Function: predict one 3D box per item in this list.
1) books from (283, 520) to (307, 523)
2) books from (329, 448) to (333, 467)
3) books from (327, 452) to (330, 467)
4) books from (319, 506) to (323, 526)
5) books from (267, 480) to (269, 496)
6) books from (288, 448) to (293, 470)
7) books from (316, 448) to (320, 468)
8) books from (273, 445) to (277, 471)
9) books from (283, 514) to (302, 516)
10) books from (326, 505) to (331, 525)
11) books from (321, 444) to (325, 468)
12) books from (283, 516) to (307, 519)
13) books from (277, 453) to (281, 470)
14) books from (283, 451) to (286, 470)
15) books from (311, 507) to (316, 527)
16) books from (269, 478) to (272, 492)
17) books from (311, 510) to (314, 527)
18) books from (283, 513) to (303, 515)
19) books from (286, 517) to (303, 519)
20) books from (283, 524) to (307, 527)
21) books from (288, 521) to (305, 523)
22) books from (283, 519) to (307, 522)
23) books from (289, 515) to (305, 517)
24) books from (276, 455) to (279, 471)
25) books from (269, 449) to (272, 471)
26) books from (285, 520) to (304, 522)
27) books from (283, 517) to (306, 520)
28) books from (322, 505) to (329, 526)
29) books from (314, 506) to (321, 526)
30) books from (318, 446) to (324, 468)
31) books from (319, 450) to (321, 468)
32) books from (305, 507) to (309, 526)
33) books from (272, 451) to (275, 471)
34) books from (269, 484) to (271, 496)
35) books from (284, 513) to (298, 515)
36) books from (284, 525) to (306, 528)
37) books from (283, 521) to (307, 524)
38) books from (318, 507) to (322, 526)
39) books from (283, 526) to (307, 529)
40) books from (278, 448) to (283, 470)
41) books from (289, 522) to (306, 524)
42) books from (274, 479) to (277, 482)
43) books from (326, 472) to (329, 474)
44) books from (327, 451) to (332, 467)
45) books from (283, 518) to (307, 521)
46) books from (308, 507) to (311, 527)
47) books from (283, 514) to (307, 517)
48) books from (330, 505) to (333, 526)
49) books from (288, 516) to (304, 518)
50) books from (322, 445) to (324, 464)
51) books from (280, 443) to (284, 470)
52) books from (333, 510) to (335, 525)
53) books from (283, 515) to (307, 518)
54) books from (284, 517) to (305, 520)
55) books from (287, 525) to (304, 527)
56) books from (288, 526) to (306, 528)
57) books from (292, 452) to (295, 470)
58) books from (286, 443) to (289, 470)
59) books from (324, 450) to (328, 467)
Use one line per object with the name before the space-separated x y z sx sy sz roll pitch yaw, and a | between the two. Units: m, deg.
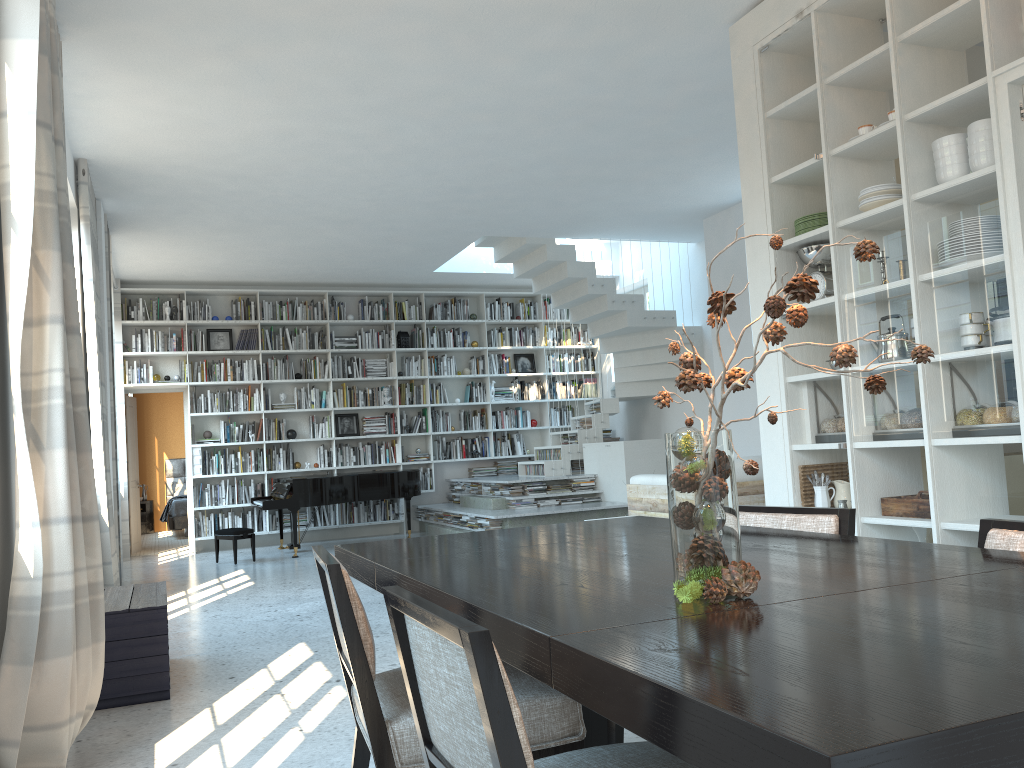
books | -2.690 1.696 10.965 0.285 0.007 0.159 -1 -5 -27
books | -2.292 0.930 11.223 0.019 0.241 0.107 -2 -4 -22
books | -2.331 0.954 11.191 0.031 0.194 0.142 -2 -4 -22
books | -2.385 1.635 11.078 0.012 0.274 0.180 -2 -4 -22
books | -3.002 1.311 10.888 0.023 0.266 0.134 -2 -4 -22
books | -2.748 0.932 10.999 0.027 0.261 0.163 -2 -4 -22
books | -2.436 0.927 11.140 0.012 0.254 0.161 -2 -4 -22
books | -2.922 0.912 10.936 0.014 0.313 0.166 -2 -4 -22
books | -2.699 1.617 10.981 0.254 0.005 0.161 -2 -5 -22
books | -2.308 1.642 11.137 0.025 0.259 0.133 -2 -4 -22
books | -2.377 0.907 11.165 0.014 0.290 0.132 -2 -4 -22
books | -2.699 1.649 10.976 0.285 0.005 0.159 -2 -5 -23
books | -2.880 0.959 10.949 0.021 0.215 0.172 -2 -4 -22
books | -2.826 0.946 10.986 0.029 0.240 0.136 -2 -4 -22
books | -2.477 1.657 11.063 0.028 0.237 0.136 -2 -4 -22
books | -2.961 1.301 10.897 0.010 0.282 0.149 -2 -4 -22
books | -2.498 1.675 11.040 0.029 0.202 0.178 -2 -4 -22
books | -2.700 1.606 10.982 0.285 0.005 0.159 -2 -5 -22
books | -2.699 1.654 10.975 0.285 0.005 0.159 -2 -4 -21
books | -2.689 1.744 10.964 0.285 0.007 0.159 -1 -5 -26
books | -2.693 1.704 10.973 0.254 0.007 0.161 -2 -4 -21
books | -2.694 1.684 10.975 0.285 0.007 0.159 -2 -4 -21
books | -2.694 1.632 10.972 0.254 0.005 0.161 -2 -4 -18
books | -2.902 0.970 10.944 0.024 0.196 0.157 -2 -4 -22
books | -2.969 0.933 10.908 0.012 0.272 0.181 -2 -4 -22
books | -2.694 1.690 10.974 0.254 0.007 0.161 -2 -4 -21
books | -2.697 1.665 10.973 0.285 0.005 0.159 -2 -5 -24
books | -2.349 1.634 11.107 0.073 0.275 0.181 -2 -4 -22
books | -2.432 1.648 11.069 0.062 0.253 0.178 -2 -4 -22
books | -2.401 0.917 11.144 0.027 0.269 0.159 -2 -4 -22
books | -2.425 0.941 11.151 0.015 0.225 0.148 -2 -4 -22
books | -2.547 1.650 11.020 0.012 0.254 0.161 -2 -4 -22
books | -2.946 0.945 10.924 0.042 0.248 0.163 -2 -4 -22
books | -2.976 1.336 10.890 0.026 0.213 0.140 -2 -4 -22
books | -2.699 1.600 10.980 0.254 0.005 0.161 -2 -4 -21
books | -2.692 1.759 10.971 0.254 0.007 0.161 -2 -5 -22
books | -2.690 1.710 10.966 0.285 0.007 0.159 -1 -5 -26
books | -2.397 1.657 11.080 0.011 0.232 0.174 -2 -4 -22
books | -2.691 1.773 10.971 0.285 0.007 0.159 -2 -5 -22
books | -2.858 0.931 10.956 0.027 0.269 0.185 -2 -4 -22
books | -2.690 1.717 10.966 0.254 0.007 0.161 -1 -5 -26
books | -2.905 1.305 10.930 0.026 0.273 0.146 -2 -4 -22
books | -2.314 1.261 11.148 0.013 0.320 0.173 -2 -4 -22
books | -2.301 0.949 11.189 0.024 0.201 0.158 -2 -4 -22
books | -2.695 1.677 10.977 0.285 0.007 0.159 -2 -5 -22
books | -2.532 1.645 11.042 0.031 0.265 0.144 -2 -4 -22
books | -2.696 1.627 10.974 0.285 0.005 0.159 -2 -5 -25
books | -2.274 1.638 11.117 0.024 0.260 0.189 -2 -4 -22
books | -2.700 1.644 10.978 0.254 0.005 0.161 -2 -5 -22
books | -2.389 0.914 11.164 0.010 0.277 0.155 -2 -4 -22
books | -2.851 0.898 10.989 0.013 0.338 0.138 -2 -4 -22
books | -2.255 1.679 11.139 0.024 0.179 0.171 -2 -4 -22
books | -2.697 1.637 10.970 0.285 0.005 0.159 -1 -5 -26
books | -2.698 1.660 10.975 0.254 0.005 0.161 -2 -5 -23
books | -2.691 1.752 10.970 0.254 0.007 0.161 -2 -4 -21
books | -2.688 1.765 10.963 0.254 0.007 0.161 -2 -4 -18
books | -2.729 0.957 11.021 0.023 0.212 0.160 -2 -4 -22
books | -2.787 0.900 10.989 0.050 0.328 0.166 -2 -4 -22
books | -2.352 0.940 11.163 0.029 0.220 0.153 -2 -4 -22
